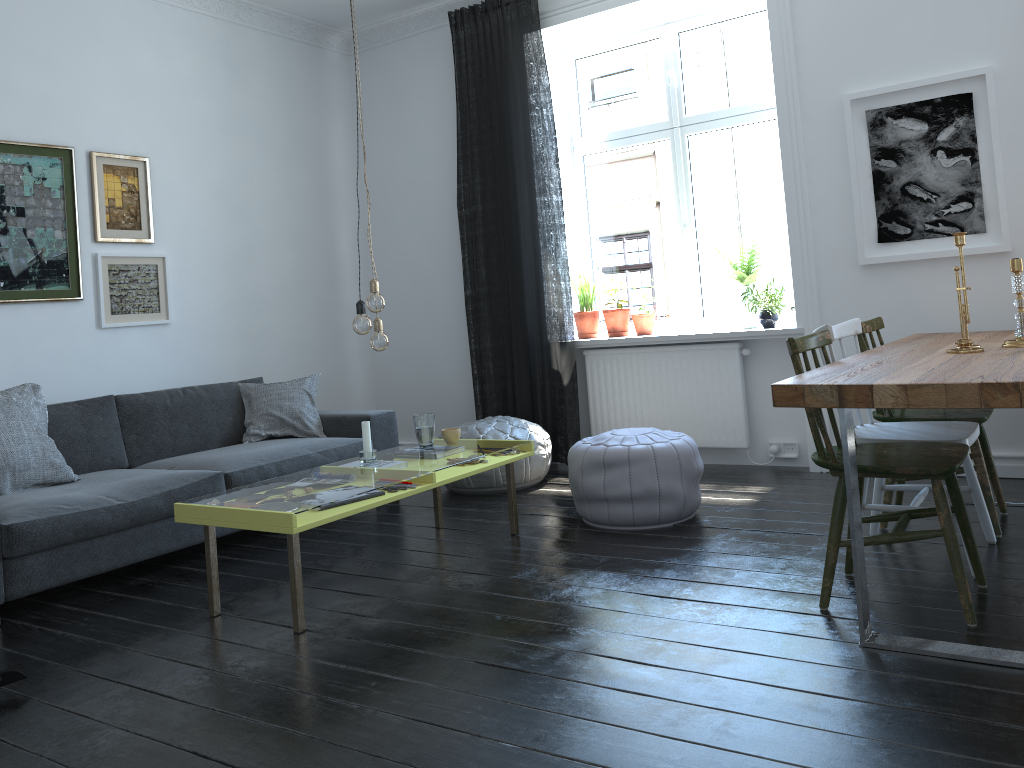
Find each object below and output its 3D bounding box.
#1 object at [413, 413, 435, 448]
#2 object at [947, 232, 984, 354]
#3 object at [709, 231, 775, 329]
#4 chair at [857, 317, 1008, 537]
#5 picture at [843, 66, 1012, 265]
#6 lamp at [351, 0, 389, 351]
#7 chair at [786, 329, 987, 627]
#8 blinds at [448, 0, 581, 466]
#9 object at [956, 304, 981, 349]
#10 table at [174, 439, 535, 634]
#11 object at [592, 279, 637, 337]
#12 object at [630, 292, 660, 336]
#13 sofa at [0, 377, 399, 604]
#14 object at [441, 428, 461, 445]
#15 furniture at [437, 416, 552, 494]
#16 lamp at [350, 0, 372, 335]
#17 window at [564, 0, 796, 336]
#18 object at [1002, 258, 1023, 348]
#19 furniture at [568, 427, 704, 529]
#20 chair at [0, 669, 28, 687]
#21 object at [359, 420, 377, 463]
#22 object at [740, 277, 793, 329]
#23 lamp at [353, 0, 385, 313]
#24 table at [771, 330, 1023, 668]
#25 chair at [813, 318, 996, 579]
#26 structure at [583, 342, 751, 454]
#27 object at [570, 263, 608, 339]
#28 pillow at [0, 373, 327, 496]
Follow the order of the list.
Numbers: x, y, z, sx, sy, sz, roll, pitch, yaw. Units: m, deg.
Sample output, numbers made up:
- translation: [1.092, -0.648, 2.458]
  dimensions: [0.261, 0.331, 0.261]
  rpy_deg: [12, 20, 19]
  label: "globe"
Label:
- translation: [-0.392, 0.210, 3.970]
  dimensions: [0.097, 0.146, 0.097]
  rpy_deg: [-5, 0, -5]
  label: "object"
- translation: [1.530, -0.311, 3.012]
  dimensions: [0.114, 0.412, 0.113]
  rpy_deg: [-4, -2, -4]
  label: "object"
- translation: [1.384, -0.608, 5.190]
  dimensions: [0.328, 0.568, 0.392]
  rpy_deg: [-5, 0, -2]
  label: "object"
- translation: [1.673, 0.138, 3.555]
  dimensions: [0.483, 0.830, 0.469]
  rpy_deg: [-5, -1, 33]
  label: "chair"
- translation: [2.059, -1.068, 4.396]
  dimensions: [0.684, 0.891, 0.083]
  rpy_deg: [-4, -2, 34]
  label: "picture"
- translation: [-0.584, -0.879, 3.552]
  dimensions: [0.074, 1.503, 0.088]
  rpy_deg: [-3, -3, -32]
  label: "lamp"
- translation: [1.148, 0.244, 2.736]
  dimensions: [0.483, 0.830, 0.469]
  rpy_deg: [-5, -1, 33]
  label: "chair"
- translation: [-0.027, -0.982, 5.616]
  dimensions: [0.800, 2.985, 0.112]
  rpy_deg: [-6, -3, 32]
  label: "blinds"
- translation: [1.618, -0.204, 3.138]
  dimensions: [0.080, 0.161, 0.080]
  rpy_deg: [-4, -1, -9]
  label: "object"
- translation: [-0.526, 0.533, 3.476]
  dimensions: [0.598, 0.400, 1.408]
  rpy_deg: [-3, 4, 34]
  label: "table"
- translation: [0.673, -0.489, 5.643]
  dimensions: [0.235, 0.371, 0.256]
  rpy_deg: [-4, 0, -44]
  label: "object"
- translation: [0.834, -0.445, 5.513]
  dimensions: [0.194, 0.279, 0.176]
  rpy_deg: [-5, 0, 1]
  label: "object"
- translation: [-1.708, 0.405, 4.232]
  dimensions: [1.079, 0.724, 2.386]
  rpy_deg: [-3, 4, 34]
  label: "sofa"
- translation: [-0.275, 0.239, 3.998]
  dimensions: [0.087, 0.067, 0.086]
  rpy_deg: [-6, 2, -28]
  label: "object"
- translation: [-0.114, 0.389, 5.054]
  dimensions: [0.676, 0.383, 0.683]
  rpy_deg: [-3, 3, 34]
  label: "furniture"
- translation: [-0.635, -0.941, 3.464]
  dimensions: [0.086, 1.503, 0.074]
  rpy_deg: [-4, -2, -5]
  label: "lamp"
- translation: [1.075, -1.330, 5.612]
  dimensions: [1.561, 1.994, 0.107]
  rpy_deg: [-4, -2, 34]
  label: "window"
- translation: [1.779, -0.286, 3.082]
  dimensions: [0.140, 0.312, 0.140]
  rpy_deg: [-4, -1, -14]
  label: "object"
- translation: [0.570, 0.422, 4.048]
  dimensions: [0.612, 0.420, 0.613]
  rpy_deg: [-3, 3, 28]
  label: "furniture"
- translation: [-1.819, 0.434, 2.206]
  dimensions: [0.907, 1.009, 0.610]
  rpy_deg: [-5, 0, -11]
  label: "chair"
- translation: [-0.603, 0.238, 3.661]
  dimensions: [0.075, 0.174, 0.074]
  rpy_deg: [-4, -1, -21]
  label: "object"
- translation: [1.459, -0.464, 5.006]
  dimensions: [0.283, 0.296, 0.287]
  rpy_deg: [-4, 1, 38]
  label: "object"
- translation: [-0.596, -1.030, 3.515]
  dimensions: [0.074, 1.503, 0.074]
  rpy_deg: [-4, -2, -9]
  label: "lamp"
- translation: [1.771, 0.226, 3.025]
  dimensions: [1.014, 0.717, 2.239]
  rpy_deg: [-3, 4, 34]
  label: "table"
- translation: [1.385, 0.184, 3.157]
  dimensions: [0.507, 0.845, 0.468]
  rpy_deg: [-5, -1, 34]
  label: "chair"
- translation: [0.920, 0.087, 5.230]
  dimensions: [1.060, 0.630, 0.073]
  rpy_deg: [-3, -1, 34]
  label: "structure"
- translation: [0.499, -0.550, 5.766]
  dimensions: [0.299, 0.501, 0.334]
  rpy_deg: [-5, 0, 17]
  label: "object"
- translation: [-1.778, 0.164, 4.355]
  dimensions: [0.476, 0.493, 2.066]
  rpy_deg: [-4, 4, 39]
  label: "pillow"
